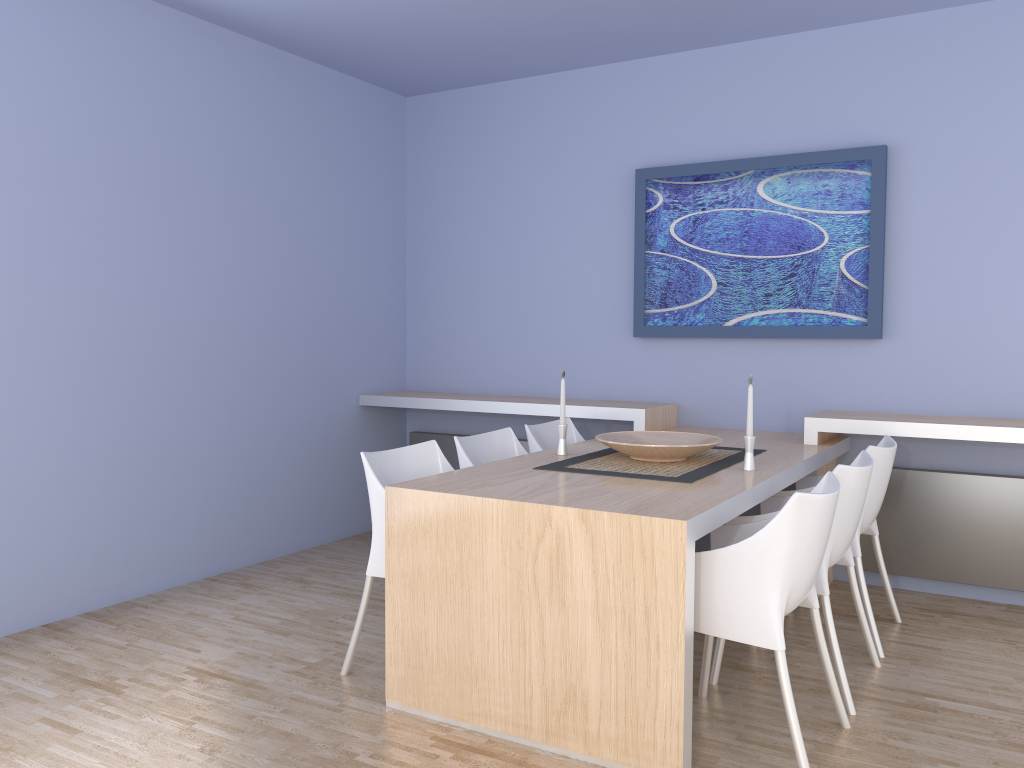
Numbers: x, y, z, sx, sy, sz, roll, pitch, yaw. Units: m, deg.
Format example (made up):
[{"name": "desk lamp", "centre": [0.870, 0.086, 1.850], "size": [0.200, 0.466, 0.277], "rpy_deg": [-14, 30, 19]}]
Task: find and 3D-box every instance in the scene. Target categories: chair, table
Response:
[{"name": "chair", "centre": [-0.273, 0.628, 3.210], "size": [0.486, 0.793, 0.510], "rpy_deg": [2, 4, 31]}, {"name": "chair", "centre": [1.018, 0.639, 3.137], "size": [0.486, 0.793, 0.510], "rpy_deg": [2, 4, 31]}, {"name": "chair", "centre": [0.714, 0.665, 2.625], "size": [0.486, 0.793, 0.510], "rpy_deg": [2, 4, 31]}, {"name": "chair", "centre": [0.021, 0.602, 3.703], "size": [0.486, 0.793, 0.510], "rpy_deg": [2, 4, 31]}, {"name": "chair", "centre": [0.314, 0.577, 4.196], "size": [0.486, 0.793, 0.510], "rpy_deg": [2, 4, 31]}, {"name": "chair", "centre": [1.318, 0.613, 3.641], "size": [0.486, 0.793, 0.510], "rpy_deg": [2, 4, 31]}, {"name": "table", "centre": [0.621, 0.648, 3.596], "size": [1.002, 0.718, 2.340], "rpy_deg": [2, 4, 31]}]

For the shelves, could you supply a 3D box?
[{"name": "shelves", "centre": [0.868, 0.537, 4.539], "size": [3.901, 0.840, 0.463], "rpy_deg": [2, 4, 31]}]

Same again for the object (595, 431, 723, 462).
[{"name": "object", "centre": [0.575, 0.251, 3.482], "size": [0.493, 0.081, 0.493], "rpy_deg": [-2, 4, -41]}]

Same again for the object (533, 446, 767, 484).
[{"name": "object", "centre": [0.576, 0.293, 3.480], "size": [0.594, 0.005, 0.986], "rpy_deg": [2, 4, 30]}]

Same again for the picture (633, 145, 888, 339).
[{"name": "picture", "centre": [1.210, -0.683, 4.484], "size": [1.252, 0.901, 0.049], "rpy_deg": [2, 4, 31]}]

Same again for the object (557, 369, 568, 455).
[{"name": "object", "centre": [0.206, 0.112, 3.588], "size": [0.045, 0.349, 0.045], "rpy_deg": [-1, 3, -18]}]

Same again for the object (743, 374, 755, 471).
[{"name": "object", "centre": [0.859, 0.136, 3.201], "size": [0.045, 0.349, 0.045], "rpy_deg": [2, 4, 31]}]

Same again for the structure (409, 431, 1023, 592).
[{"name": "structure", "centre": [1.017, 0.616, 4.665], "size": [3.843, 0.503, 0.064], "rpy_deg": [2, 4, 31]}]
